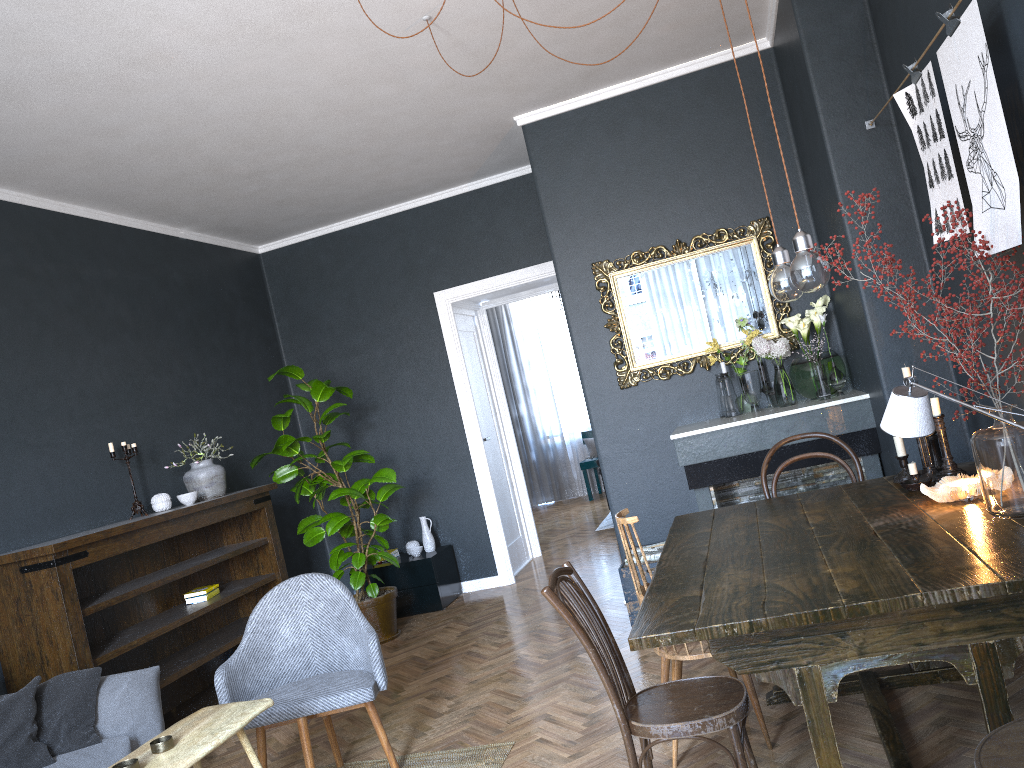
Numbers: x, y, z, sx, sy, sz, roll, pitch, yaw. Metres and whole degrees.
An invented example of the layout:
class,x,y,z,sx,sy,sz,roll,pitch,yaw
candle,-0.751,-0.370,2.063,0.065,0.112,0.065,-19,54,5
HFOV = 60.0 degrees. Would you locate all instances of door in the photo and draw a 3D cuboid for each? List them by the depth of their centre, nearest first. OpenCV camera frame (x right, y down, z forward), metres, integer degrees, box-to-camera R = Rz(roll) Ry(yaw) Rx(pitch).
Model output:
class,x,y,z,sx,sy,sz,roll,pitch,yaw
door,-0.201,0.445,7.204,0.162,2.186,0.856,-13,-1,14

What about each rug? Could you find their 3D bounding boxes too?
class,x,y,z,sx,sy,sz,roll,pitch,yaw
rug,-0.702,1.570,2.686,1.004,0.013,2.010,-13,-1,14
rug,1.711,1.175,9.061,1.459,0.013,2.044,-13,-1,14

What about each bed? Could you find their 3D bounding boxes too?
class,x,y,z,sx,sy,sz,roll,pitch,yaw
bed,2.074,0.493,8.969,2.377,1.161,2.264,-13,-1,14

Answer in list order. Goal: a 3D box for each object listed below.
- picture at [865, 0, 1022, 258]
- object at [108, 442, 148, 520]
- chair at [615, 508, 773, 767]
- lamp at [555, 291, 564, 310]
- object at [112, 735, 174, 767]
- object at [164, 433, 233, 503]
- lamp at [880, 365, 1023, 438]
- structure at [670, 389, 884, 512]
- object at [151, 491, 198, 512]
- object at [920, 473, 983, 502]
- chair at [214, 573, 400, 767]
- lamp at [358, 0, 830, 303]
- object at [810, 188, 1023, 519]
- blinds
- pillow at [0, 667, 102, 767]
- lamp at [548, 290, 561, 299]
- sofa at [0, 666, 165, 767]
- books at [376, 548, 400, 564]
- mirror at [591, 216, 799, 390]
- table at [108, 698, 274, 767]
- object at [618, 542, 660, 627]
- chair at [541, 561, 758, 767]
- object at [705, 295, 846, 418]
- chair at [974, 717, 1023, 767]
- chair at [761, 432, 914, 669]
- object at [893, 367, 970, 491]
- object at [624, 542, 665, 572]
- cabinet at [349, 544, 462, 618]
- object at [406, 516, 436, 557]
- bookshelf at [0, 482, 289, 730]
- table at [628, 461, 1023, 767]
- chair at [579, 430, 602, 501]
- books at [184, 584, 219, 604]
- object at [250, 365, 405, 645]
class,x,y,z,sx,sy,sz,roll,pitch,yaw
picture,1.088,-0.699,1.707,0.058,0.771,4.454,-13,-1,14
object,-2.109,0.523,4.875,0.129,0.437,0.145,-12,-1,-40
chair,0.632,0.839,3.108,0.384,0.856,0.456,-13,-1,-1
lamp,0.525,-1.208,9.486,0.210,0.804,0.210,-13,-1,28
object,-1.082,1.075,2.479,0.103,0.033,0.368,-14,-2,25
object,-1.864,0.492,5.318,0.385,0.412,0.275,-13,-1,-7
lamp,1.127,0.448,1.727,0.241,1.069,0.801,-13,-1,-31
structure,1.452,0.631,4.711,1.066,0.981,0.833,-13,-1,14
object,-1.894,0.648,4.986,0.255,0.104,0.118,-12,-1,-20
object,1.363,0.312,2.657,0.253,0.072,0.254,-13,-1,21
chair,-0.812,1.199,3.517,0.644,0.811,0.495,-13,-1,-7
lamp,0.148,-0.890,3.012,0.582,1.574,1.593,-12,-1,-44
object,1.258,-0.111,2.348,0.638,0.930,0.557,-13,-1,-15
blinds,1.483,-0.161,11.017,3.996,2.788,0.312,-13,-1,15
pillow,-1.913,1.270,3.266,0.443,0.362,0.796,-14,-1,32
lamp,0.415,-1.244,9.111,0.210,0.714,0.210,-13,-1,28
sofa,-2.077,1.477,2.675,0.971,0.798,2.338,-13,-1,14
books,-0.958,1.296,6.662,0.215,0.066,0.162,-13,-1,10
mirror,1.047,-0.458,5.140,1.057,0.784,0.067,-13,-1,15
table,-0.958,1.346,2.600,0.340,0.550,0.787,-13,-1,14
object,0.852,1.100,4.970,0.383,0.326,0.552,-13,-1,14
chair,0.422,0.885,2.489,0.467,0.820,0.362,-13,-1,14
object,1.427,-0.143,4.845,0.728,0.547,0.474,-13,-1,17
chair,1.125,0.649,1.589,0.549,0.920,0.437,-13,-1,12
chair,1.258,0.666,3.485,0.438,0.920,0.549,-13,-1,17
object,1.418,0.135,3.113,0.223,0.419,0.368,-13,-1,15
object,0.839,1.025,4.970,0.370,0.247,0.532,-13,-1,15
cabinet,-0.781,1.487,6.593,0.651,0.390,0.456,-13,-1,14
object,-0.724,1.136,6.595,0.228,0.268,0.229,-12,-1,-42
bookshelf,-1.824,1.281,4.798,0.451,1.172,1.917,-13,-1,14
table,1.073,0.789,2.670,1.127,0.727,1.603,-13,-1,14
chair,1.081,0.951,10.749,0.436,0.798,0.592,-13,-1,14
books,-1.775,1.240,5.152,0.174,0.113,0.197,-13,-1,3
object,-1.186,0.796,5.917,1.119,1.898,0.763,-13,-1,8
